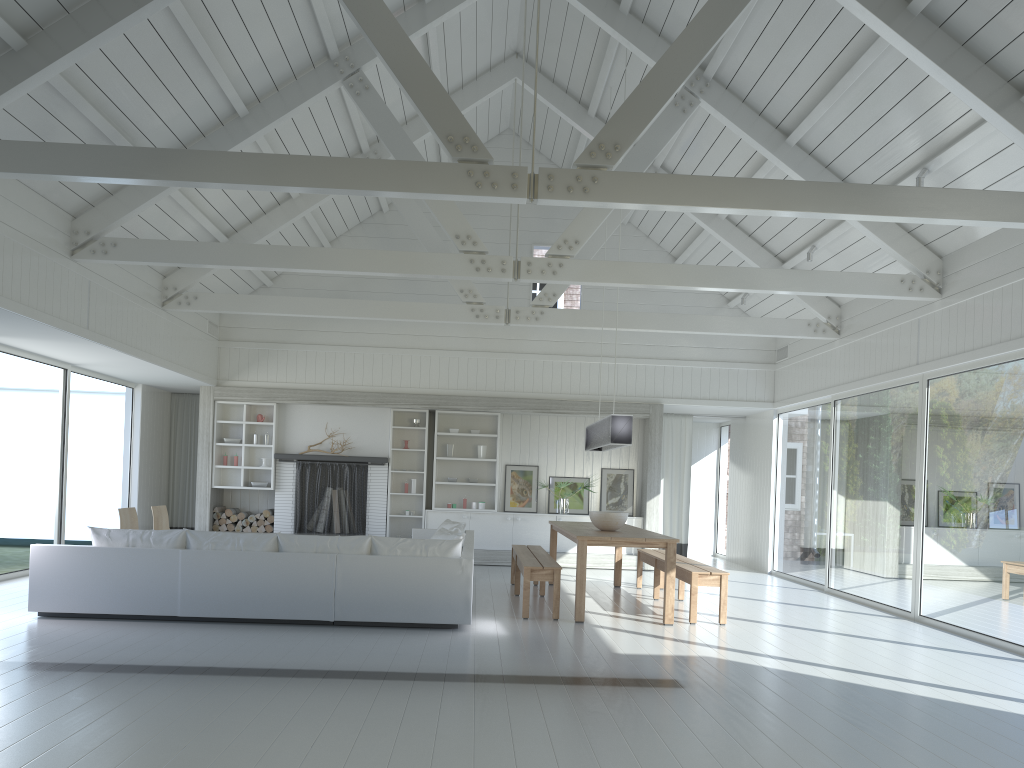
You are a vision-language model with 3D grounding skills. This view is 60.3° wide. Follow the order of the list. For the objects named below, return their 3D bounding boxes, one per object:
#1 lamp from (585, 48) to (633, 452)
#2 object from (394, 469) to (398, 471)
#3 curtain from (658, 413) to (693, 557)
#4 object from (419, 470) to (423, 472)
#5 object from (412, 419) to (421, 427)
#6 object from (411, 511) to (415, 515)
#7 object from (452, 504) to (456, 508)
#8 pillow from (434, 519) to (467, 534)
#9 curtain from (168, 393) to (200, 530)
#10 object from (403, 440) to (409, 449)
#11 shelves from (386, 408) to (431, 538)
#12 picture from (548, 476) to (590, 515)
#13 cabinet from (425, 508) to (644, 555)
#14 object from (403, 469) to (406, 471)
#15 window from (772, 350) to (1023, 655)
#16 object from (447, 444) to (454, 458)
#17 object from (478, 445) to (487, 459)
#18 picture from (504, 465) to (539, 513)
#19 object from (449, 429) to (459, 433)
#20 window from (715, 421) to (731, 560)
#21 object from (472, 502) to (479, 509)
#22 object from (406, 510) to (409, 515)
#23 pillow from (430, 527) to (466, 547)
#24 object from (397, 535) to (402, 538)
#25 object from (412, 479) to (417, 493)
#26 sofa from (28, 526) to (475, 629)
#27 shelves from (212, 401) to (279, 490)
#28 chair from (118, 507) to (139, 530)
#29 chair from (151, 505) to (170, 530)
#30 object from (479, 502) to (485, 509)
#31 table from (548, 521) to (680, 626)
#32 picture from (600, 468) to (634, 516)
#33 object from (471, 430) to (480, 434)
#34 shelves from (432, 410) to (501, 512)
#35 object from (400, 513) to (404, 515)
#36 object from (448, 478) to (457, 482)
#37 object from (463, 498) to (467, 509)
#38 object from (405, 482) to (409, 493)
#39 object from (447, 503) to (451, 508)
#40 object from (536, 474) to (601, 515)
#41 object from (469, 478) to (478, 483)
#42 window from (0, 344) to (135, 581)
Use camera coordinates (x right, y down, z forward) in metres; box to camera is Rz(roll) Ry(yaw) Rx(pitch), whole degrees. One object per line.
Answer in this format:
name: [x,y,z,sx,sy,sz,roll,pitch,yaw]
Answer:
lamp: [1.048,-1.449,9.117,0.200,4.240,1.909,2,-1,-2]
object: [-1.688,1.251,12.820,0.054,0.025,0.054,2,-5,-2]
curtain: [2.390,1.647,14.190,1.006,2.369,0.116,2,0,-2]
object: [-1.339,1.283,12.998,0.054,0.025,0.054,2,-5,-2]
object: [-1.395,0.577,12.874,0.161,0.124,0.162,0,-5,30]
object: [-1.455,1.891,12.902,0.058,0.061,0.057,2,-3,-3]
object: [-0.851,1.790,12.936,0.058,0.061,0.057,4,-3,-25]
pillow: [-0.718,1.809,10.017,0.462,0.476,2.064,3,-6,-10]
curtain: [-5.045,1.327,13.744,0.630,2.369,0.116,2,0,-3]
object: [-1.547,0.892,12.895,0.137,0.130,0.137,-1,-4,40]
shelves: [-1.525,1.392,13.034,0.541,1.999,0.605,2,-1,-2]
picture: [0.848,1.659,13.103,0.609,0.553,0.053,2,0,-2]
cabinet: [0.316,2.189,13.086,3.181,0.551,0.655,2,-4,-2]
object: [-1.571,1.261,12.879,0.054,0.025,0.054,2,-5,-2]
window: [4.061,0.988,7.515,0.080,2.414,10.971,2,-6,-2]
object: [-0.907,0.983,12.917,0.102,0.196,0.103,2,-1,-2]
object: [-0.439,1.002,12.937,0.102,0.196,0.103,1,-2,43]
picture: [0.139,1.554,13.064,0.495,0.703,0.065,2,0,-2]
object: [-0.847,0.694,12.920,0.141,0.066,0.142,2,-5,-2]
window: [3.760,1.873,15.550,0.038,2.426,0.947,2,-1,-2]
object: [-0.539,1.790,12.977,0.091,0.095,0.090,0,-4,32]
object: [-1.529,1.883,12.900,0.054,0.071,0.054,2,-2,-3]
pillow: [-0.688,1.624,8.353,0.466,0.477,1.322,3,-6,-11]
object: [-1.659,2.274,12.890,0.137,0.130,0.137,-1,-4,40]
object: [-1.436,1.495,12.900,0.072,0.211,0.071,2,-1,-3]
sofa: [-2.132,1.764,9.036,3.476,0.737,4.150,2,-6,-2]
shelves: [-3.824,0.903,12.811,0.865,1.239,0.549,2,-1,-2]
chair: [-3.890,1.702,9.294,0.555,0.780,0.596,2,-2,-2]
chair: [-3.866,1.790,10.077,0.555,0.780,0.596,2,-2,-2]
object: [-0.441,1.778,12.913,0.085,0.111,0.085,1,-3,33]
table: [0.941,1.885,9.166,0.906,0.761,2.960,2,-6,-2]
picture: [1.568,1.612,13.122,0.495,0.703,0.065,2,0,-2]
object: [-0.544,0.722,13.074,0.141,0.066,0.142,2,-5,-2]
shelves: [-0.673,1.150,13.069,0.939,1.442,0.606,2,-1,-2]
object: [-1.607,1.903,12.897,0.054,0.025,0.054,2,-5,-2]
object: [-0.872,1.407,12.919,0.141,0.066,0.142,2,-5,-2]
object: [-0.691,1.729,12.933,0.054,0.196,0.054,2,-1,-3]
object: [-1.543,1.498,12.898,0.054,0.196,0.054,2,-1,-3]
object: [-0.919,1.779,12.907,0.054,0.071,0.054,3,-3,-23]
object: [0.818,1.585,12.805,0.971,0.629,0.624,2,-3,-5]
object: [-0.570,1.436,13.073,0.141,0.066,0.142,2,-5,-2]
window: [-5.226,0.732,8.239,0.080,2.414,8.749,2,-6,-2]
